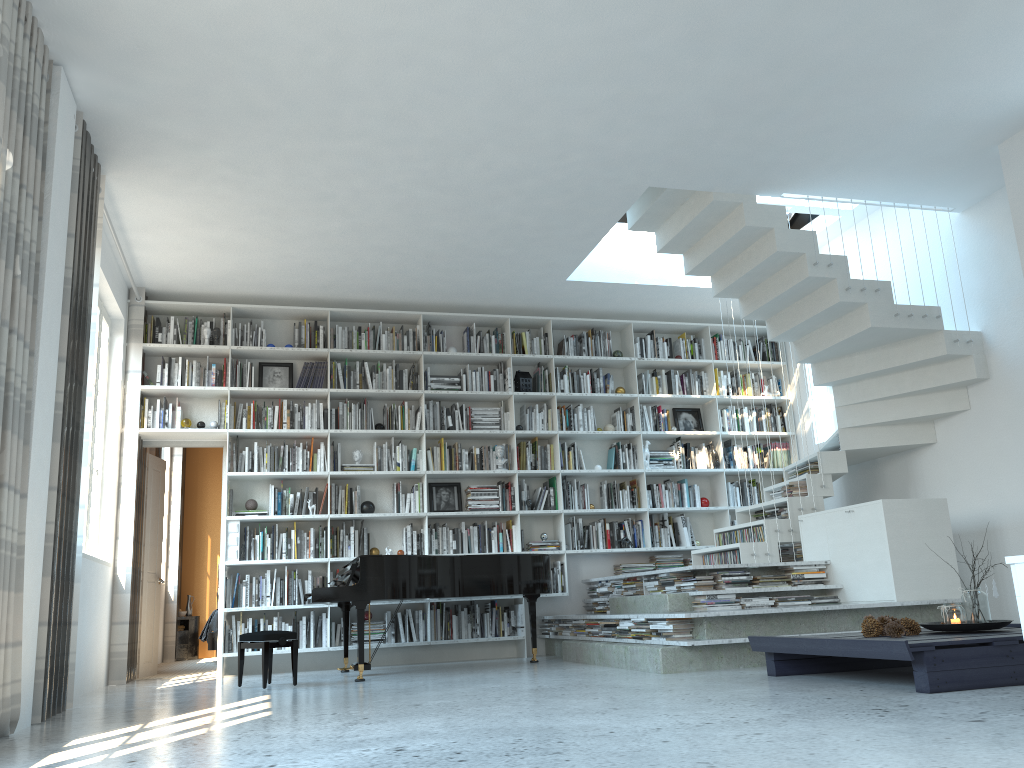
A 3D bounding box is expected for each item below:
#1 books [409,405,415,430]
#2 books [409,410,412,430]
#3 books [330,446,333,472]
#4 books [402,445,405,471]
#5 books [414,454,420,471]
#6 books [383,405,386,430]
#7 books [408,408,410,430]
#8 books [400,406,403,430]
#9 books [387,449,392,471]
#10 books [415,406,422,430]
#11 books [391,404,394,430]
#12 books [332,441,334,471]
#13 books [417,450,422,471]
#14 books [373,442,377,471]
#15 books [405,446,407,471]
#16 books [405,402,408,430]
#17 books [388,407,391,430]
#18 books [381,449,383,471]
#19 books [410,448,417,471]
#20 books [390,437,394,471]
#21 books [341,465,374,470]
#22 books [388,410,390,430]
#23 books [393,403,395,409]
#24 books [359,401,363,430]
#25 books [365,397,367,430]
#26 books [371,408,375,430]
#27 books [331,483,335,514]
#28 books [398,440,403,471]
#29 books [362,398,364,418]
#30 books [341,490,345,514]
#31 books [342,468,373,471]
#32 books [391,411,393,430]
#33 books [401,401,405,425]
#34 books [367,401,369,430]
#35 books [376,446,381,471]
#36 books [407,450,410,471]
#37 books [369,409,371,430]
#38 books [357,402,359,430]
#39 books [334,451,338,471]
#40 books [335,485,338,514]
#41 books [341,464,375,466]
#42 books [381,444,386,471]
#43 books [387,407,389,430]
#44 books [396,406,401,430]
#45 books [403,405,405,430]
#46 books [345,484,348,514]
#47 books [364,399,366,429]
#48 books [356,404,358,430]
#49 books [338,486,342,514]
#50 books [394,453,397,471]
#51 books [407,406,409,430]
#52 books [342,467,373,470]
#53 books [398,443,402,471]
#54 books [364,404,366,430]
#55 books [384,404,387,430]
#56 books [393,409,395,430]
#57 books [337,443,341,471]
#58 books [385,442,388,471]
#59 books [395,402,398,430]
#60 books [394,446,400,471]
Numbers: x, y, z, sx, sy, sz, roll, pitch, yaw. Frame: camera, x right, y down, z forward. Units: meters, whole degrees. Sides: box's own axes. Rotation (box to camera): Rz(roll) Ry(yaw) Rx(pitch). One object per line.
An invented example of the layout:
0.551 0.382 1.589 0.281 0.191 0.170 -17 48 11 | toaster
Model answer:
-0.915 0.338 8.135 0.022 0.256 0.155 1 -14 -15 | books
-0.939 0.360 8.133 0.024 0.215 0.142 1 -14 -15 | books
-1.604 0.683 7.862 0.024 0.256 0.134 1 -14 -15 | books
-0.991 0.691 8.021 0.023 0.259 0.171 1 -14 -15 | books
-0.864 0.735 8.061 0.027 0.180 0.142 1 -14 -15 | books
-1.162 0.337 8.080 0.005 0.253 0.161 1 -14 -15 | books
-0.956 0.353 8.129 0.011 0.229 0.166 1 -14 -15 | books
-1.018 0.339 8.112 0.017 0.252 0.140 1 -14 -15 | books
-1.111 0.709 7.997 0.048 0.224 0.150 1 -14 -15 | books
-0.867 0.343 8.124 0.064 0.236 0.209 1 -14 -15 | books
-1.098 0.333 8.102 0.009 0.266 0.150 1 -14 -15 | books
-1.593 0.668 7.888 0.011 0.297 0.136 1 -14 -15 | books
-0.840 0.719 8.075 0.026 0.216 0.126 1 -14 -15 | books
-1.232 0.674 7.958 0.012 0.284 0.160 1 -14 -15 | books
-0.974 0.698 8.045 0.022 0.255 0.152 1 -14 -15 | books
-0.980 0.323 8.119 0.022 0.284 0.190 1 -14 -15 | books
-1.116 0.339 8.062 0.005 0.235 0.179 1 -14 -15 | books
-1.181 0.709 7.988 0.024 0.226 0.138 1 -14 -15 | books
-0.903 0.708 8.038 0.060 0.227 0.179 1 -14 -15 | books
-1.083 0.657 8.009 0.010 0.328 0.174 1 -14 -15 | books
-1.382 0.747 7.909 0.285 0.012 0.160 1 -15 -13 | books
-1.131 0.355 8.082 0.013 0.215 0.150 1 -14 -15 | books
-1.083 0.326 8.097 0.005 0.274 0.157 1 -14 -15 | books
-1.363 0.311 8.011 0.011 0.291 0.177 1 -14 -15 | books
-1.331 0.297 8.041 0.005 0.330 0.162 1 -14 -15 | books
-1.268 0.345 8.042 0.031 0.231 0.148 1 -14 -15 | books
-1.574 1.025 7.779 0.025 0.283 0.146 1 -14 -15 | books
-1.008 0.671 8.020 0.011 0.300 0.179 1 -14 -15 | books
-1.349 0.301 8.032 0.004 0.320 0.153 1 -14 -15 | books
-1.489 1.054 7.797 0.025 0.227 0.153 1 -14 -15 | books
-1.379 0.769 7.897 0.254 0.012 0.161 2 -15 -20 | books
-1.104 0.363 8.083 0.011 0.199 0.163 1 -14 -15 | books
-0.997 0.313 8.120 0.006 0.303 0.166 1 -14 -15 | books
-1.308 0.313 8.020 0.011 0.286 0.189 1 -14 -15 | books
-1.200 0.692 7.957 0.030 0.246 0.174 1 -14 -15 | books
-0.950 0.717 8.048 0.026 0.218 0.150 1 -14 -15 | books
-1.294 0.354 8.042 0.012 0.217 0.151 1 -14 -15 | books
-1.395 0.317 8.003 0.011 0.278 0.169 1 -14 -15 | books
-1.566 0.708 7.873 0.034 0.209 0.136 1 -14 -15 | books
-1.551 1.031 7.789 0.026 0.274 0.155 1 -14 -15 | books
-1.381 0.734 7.907 0.285 0.012 0.160 2 -15 -19 | books
-1.156 0.686 7.985 0.022 0.266 0.151 1 -14 -15 | books
-1.136 0.339 8.066 0.005 0.240 0.174 1 -14 -15 | books
-1.036 0.337 8.082 0.013 0.243 0.189 1 -14 -15 | books
-1.001 0.337 8.110 0.006 0.252 0.180 1 -14 -15 | books
-1.460 1.027 7.790 0.026 0.273 0.190 1 -14 -15 | books
-1.337 0.305 8.040 0.005 0.315 0.157 1 -14 -15 | books
-1.403 0.324 7.992 0.009 0.260 0.181 1 -14 -15 | books
-1.519 1.035 7.790 0.036 0.262 0.167 1 -14 -15 | books
-1.067 0.728 8.011 0.025 0.189 0.140 1 -14 -15 | books
-0.966 0.338 8.126 0.010 0.256 0.140 1 -14 -15 | books
-1.381 0.758 7.904 0.254 0.012 0.161 2 -15 -18 | books
-1.016 0.685 8.005 0.012 0.265 0.193 1 -14 -15 | books
-1.339 0.328 8.020 0.010 0.261 0.158 1 -14 -15 | books
-1.156 0.329 8.092 0.012 0.275 0.129 1 -14 -15 | books
-1.081 0.349 8.068 0.006 0.216 0.181 1 -14 -15 | books
-1.540 0.674 7.884 0.021 0.277 0.137 1 -14 -15 | books
-1.137 0.675 7.981 0.012 0.285 0.168 1 -14 -15 | books
-1.068 0.323 8.113 0.033 0.287 0.155 1 -14 -15 | books
-1.038 0.696 8.007 0.028 0.246 0.170 1 -14 -15 | books
